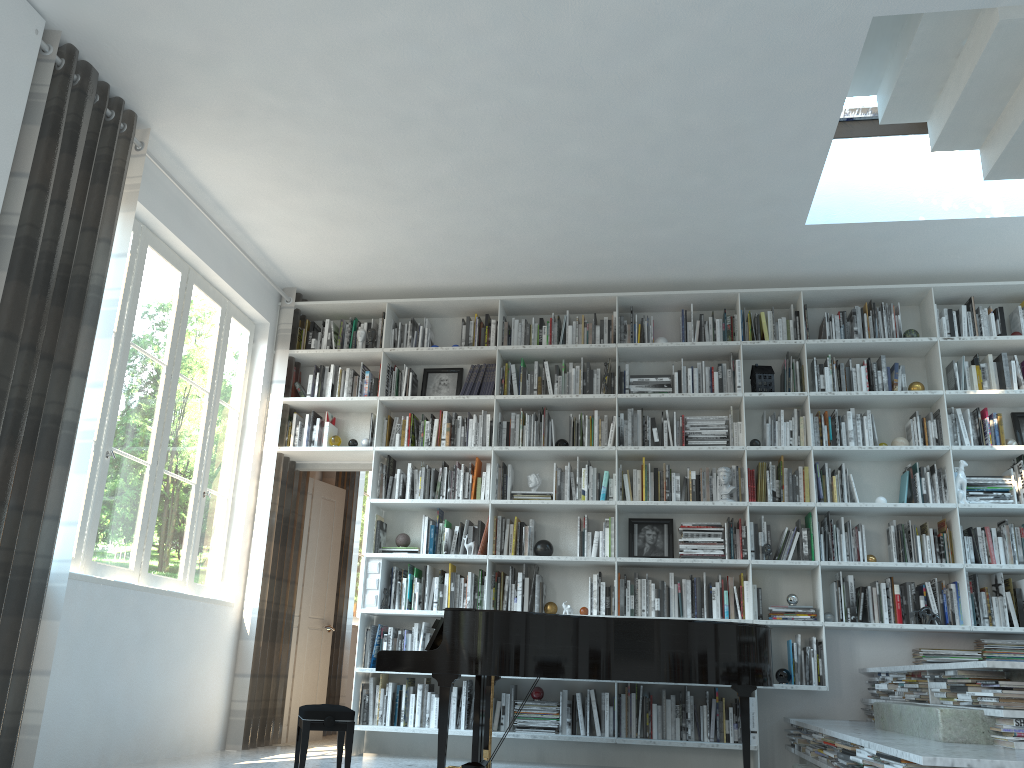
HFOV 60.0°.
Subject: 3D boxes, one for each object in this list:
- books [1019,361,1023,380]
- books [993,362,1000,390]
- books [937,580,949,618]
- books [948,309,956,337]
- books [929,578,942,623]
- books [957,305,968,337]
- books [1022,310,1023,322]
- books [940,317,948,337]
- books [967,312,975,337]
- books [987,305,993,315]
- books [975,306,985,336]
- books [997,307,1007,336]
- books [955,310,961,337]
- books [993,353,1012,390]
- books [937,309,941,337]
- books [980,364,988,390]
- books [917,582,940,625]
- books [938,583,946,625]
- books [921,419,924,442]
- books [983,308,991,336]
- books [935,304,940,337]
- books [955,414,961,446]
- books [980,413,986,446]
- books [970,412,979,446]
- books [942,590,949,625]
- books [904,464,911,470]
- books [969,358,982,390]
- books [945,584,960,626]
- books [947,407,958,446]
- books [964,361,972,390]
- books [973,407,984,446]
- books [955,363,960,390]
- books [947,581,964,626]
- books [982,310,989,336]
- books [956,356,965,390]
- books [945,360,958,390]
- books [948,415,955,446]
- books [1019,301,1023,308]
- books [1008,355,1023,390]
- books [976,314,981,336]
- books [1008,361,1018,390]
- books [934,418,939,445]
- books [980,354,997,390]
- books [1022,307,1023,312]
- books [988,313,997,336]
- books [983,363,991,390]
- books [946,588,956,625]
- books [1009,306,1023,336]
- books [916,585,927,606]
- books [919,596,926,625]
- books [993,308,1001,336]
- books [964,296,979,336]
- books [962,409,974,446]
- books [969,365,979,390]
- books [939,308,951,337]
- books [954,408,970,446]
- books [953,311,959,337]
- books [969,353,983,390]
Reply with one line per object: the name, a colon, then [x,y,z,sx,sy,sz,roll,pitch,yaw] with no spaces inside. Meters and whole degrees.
books: [3.361,-0.019,5.831,0.014,0.239,0.190,-1,-18,9]
books: [3.186,-0.010,5.879,0.025,0.237,0.143,-1,-18,9]
books: [2.686,1.374,5.530,0.012,0.281,0.144,-1,-18,9]
books: [2.957,-0.361,6.015,0.026,0.241,0.185,-1,-18,9]
books: [2.638,1.365,5.526,0.013,0.293,0.135,-1,-18,9]
books: [3.047,-0.377,6.014,0.048,0.277,0.150,-1,-18,9]
books: [3.402,-0.356,5.942,0.008,0.220,0.183,-1,-18,9]
books: [2.906,-0.334,6.007,0.022,0.181,0.190,-1,-18,9]
books: [3.085,-0.354,6.002,0.030,0.230,0.148,-1,-18,9]
books: [3.232,-0.374,6.001,0.012,0.278,0.153,-1,-18,9]
books: [3.149,-0.372,5.990,0.014,0.261,0.169,-1,-18,9]
books: [3.280,-0.370,5.975,0.030,0.256,0.165,-1,-18,9]
books: [3.012,-0.357,6.032,0.027,0.248,0.140,-1,-18,9]
books: [3.207,-0.039,5.829,0.032,0.264,0.246,-1,-18,9]
books: [2.894,-0.364,6.049,0.014,0.263,0.140,-1,-18,9]
books: [3.110,-0.003,5.886,0.030,0.223,0.158,-1,-18,9]
books: [2.595,1.376,5.520,0.070,0.265,0.186,-1,-18,9]
books: [2.654,1.379,5.520,0.021,0.264,0.150,-1,-18,9]
books: [2.696,0.357,5.864,0.011,0.227,0.132,-1,-18,9]
books: [3.190,-0.366,5.991,0.021,0.253,0.152,-1,-18,9]
books: [2.872,-0.381,6.049,0.028,0.293,0.150,-1,-18,9]
books: [2.900,0.336,5.810,0.011,0.247,0.156,-1,-18,9]
books: [3.052,0.329,5.800,0.020,0.266,0.152,-1,-18,9]
books: [3.011,0.332,5.817,0.043,0.268,0.131,-1,-18,9]
books: [2.668,1.396,5.499,0.013,0.219,0.169,-1,-18,9]
books: [2.593,0.675,5.769,0.016,0.289,0.135,-1,-18,9]
books: [3.071,-0.022,5.890,0.026,0.260,0.168,-1,-18,9]
books: [2.725,1.378,5.497,0.026,0.257,0.157,-1,-18,9]
books: [2.890,0.314,5.828,0.015,0.299,0.141,-1,-18,9]
books: [3.022,-0.011,5.914,0.026,0.250,0.131,-1,-18,9]
books: [3.035,0.315,5.793,0.012,0.286,0.177,-1,-18,9]
books: [2.951,-0.006,5.915,0.013,0.236,0.142,-1,-18,9]
books: [2.750,1.371,5.495,0.025,0.271,0.172,-1,-18,9]
books: [3.167,-0.360,5.984,0.022,0.235,0.172,-1,-18,9]
books: [2.983,-0.028,5.917,0.051,0.281,0.167,-1,-18,9]
books: [2.939,-0.014,5.921,0.012,0.253,0.161,-1,-18,9]
books: [2.869,0.341,5.837,0.030,0.252,0.128,-1,-18,9]
books: [3.452,-0.403,5.954,0.007,0.319,0.166,-1,-18,9]
books: [3.335,-0.032,5.865,0.048,0.282,0.163,-1,-18,9]
books: [3.130,-0.346,6.006,0.030,0.220,0.133,-1,-18,9]
books: [3.275,-0.014,5.840,0.030,0.229,0.187,-1,-18,9]
books: [2.773,0.353,5.834,0.013,0.220,0.156,-1,-18,9]
books: [3.161,-0.036,5.881,0.026,0.287,0.157,-1,-18,9]
books: [3.423,-0.370,5.948,0.016,0.251,0.189,-1,-18,9]
books: [3.209,-0.346,5.967,0.024,0.201,0.190,-1,-18,9]
books: [3.139,-0.004,5.897,0.024,0.235,0.147,-1,-18,9]
books: [2.698,1.390,5.490,0.025,0.227,0.176,-1,-18,9]
books: [3.389,-0.374,5.946,0.019,0.255,0.170,-1,-18,9]
books: [2.557,1.386,5.528,0.012,0.248,0.165,-1,-18,9]
books: [2.538,1.418,5.519,0.025,0.180,0.169,-1,-18,9]
books: [3.261,-0.364,5.990,0.012,0.253,0.161,-1,-18,9]
books: [3.107,-0.406,6.004,0.014,0.331,0.181,-1,-18,9]
books: [2.982,0.322,5.814,0.012,0.284,0.160,-1,-18,9]
books: [3.043,0.002,5.882,0.025,0.207,0.176,-1,-18,9]
books: [2.933,-0.363,6.025,0.025,0.249,0.178,-1,-18,9]
books: [2.940,0.318,5.815,0.065,0.288,0.146,-1,-18,9]
books: [2.983,-0.354,6.017,0.024,0.230,0.169,-1,-18,9]
books: [3.091,-0.037,5.900,0.011,0.295,0.163,-1,-18,9]
